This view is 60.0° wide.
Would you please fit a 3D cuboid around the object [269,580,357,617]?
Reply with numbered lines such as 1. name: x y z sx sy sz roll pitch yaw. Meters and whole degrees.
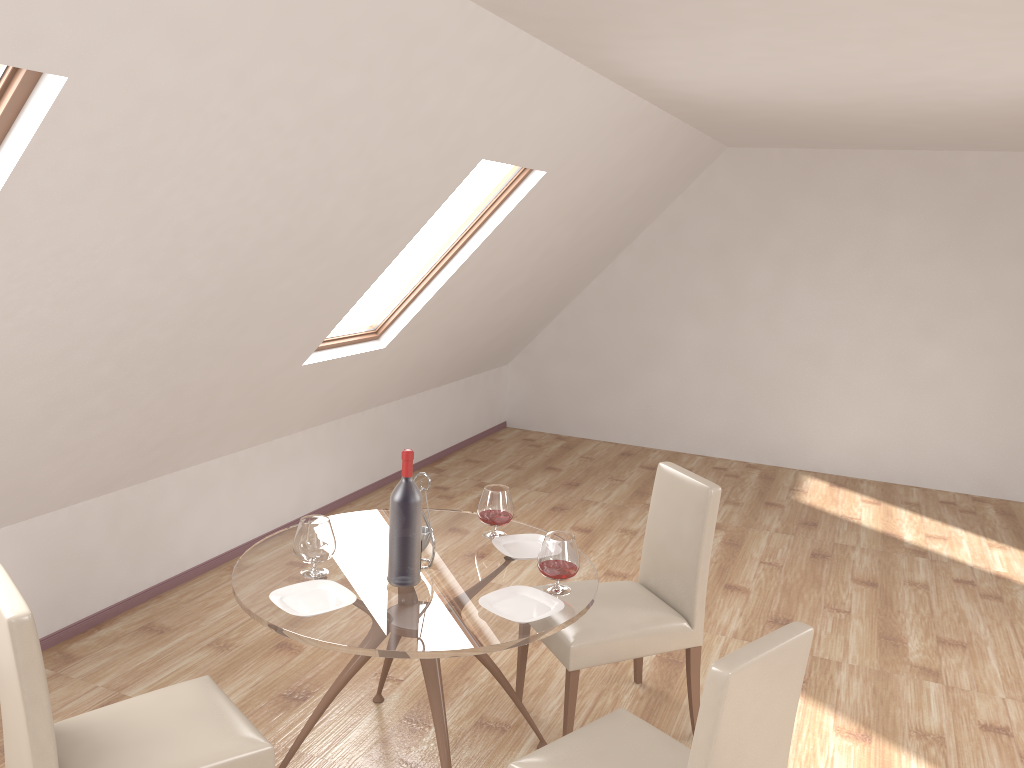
1. object: -0.593 0.644 2.643 0.228 0.020 0.228 -6 14 -41

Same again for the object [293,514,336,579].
1. object: -0.634 0.521 2.849 0.136 0.183 0.136 -6 14 -40

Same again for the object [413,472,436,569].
1. object: -0.300 0.449 2.942 0.086 0.322 0.096 0 11 -14

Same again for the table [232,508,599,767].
1. table: -0.330 0.986 3.040 1.198 0.770 1.198 13 14 42

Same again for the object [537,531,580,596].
1. object: 0.148 0.567 2.813 0.136 0.183 0.136 3 10 1

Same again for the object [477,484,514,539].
1. object: -0.060 0.472 3.278 0.136 0.183 0.136 3 10 1

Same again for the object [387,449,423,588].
1. object: -0.333 0.418 2.786 0.109 0.435 0.109 6 11 18

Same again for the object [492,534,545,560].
1. object: 0.052 0.583 3.150 0.228 0.020 0.228 -1 11 -22

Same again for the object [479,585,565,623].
1. object: 0.028 0.670 2.674 0.228 0.020 0.228 -7 15 -44

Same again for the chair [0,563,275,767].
1. chair: -1.032 0.953 2.403 0.618 0.999 0.477 -6 13 -39

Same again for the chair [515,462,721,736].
1. chair: 0.399 0.841 3.410 0.618 0.999 0.477 -1 11 -23

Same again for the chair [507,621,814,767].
1. chair: 0.367 1.038 2.331 0.477 0.999 0.618 -7 14 -42
